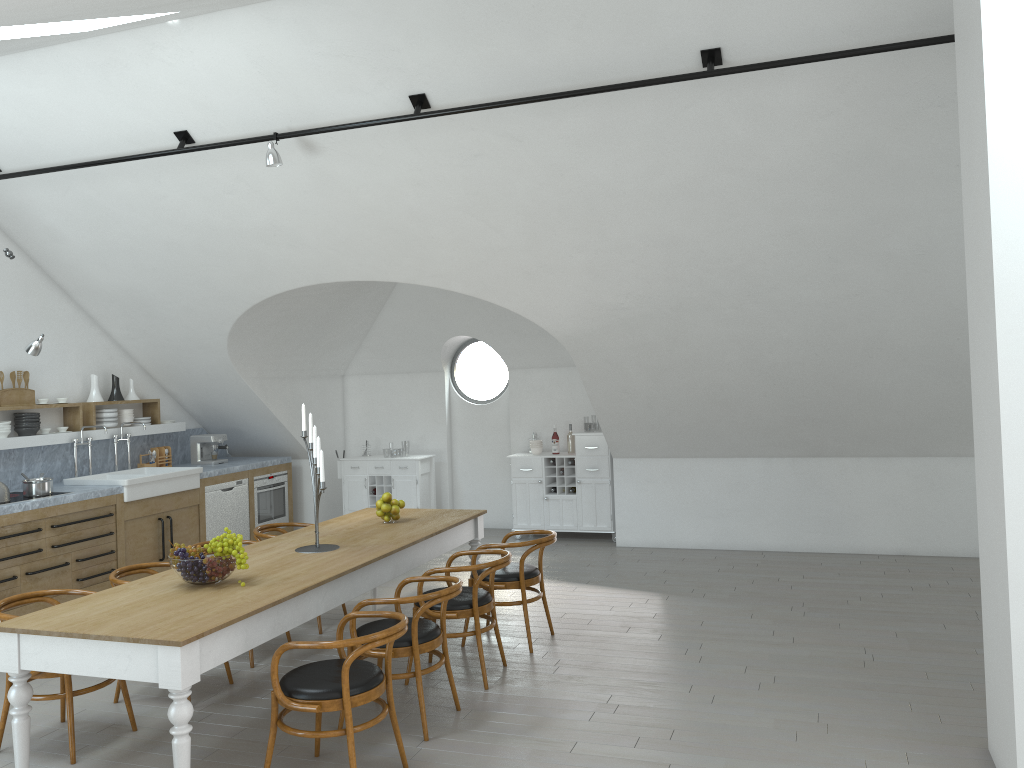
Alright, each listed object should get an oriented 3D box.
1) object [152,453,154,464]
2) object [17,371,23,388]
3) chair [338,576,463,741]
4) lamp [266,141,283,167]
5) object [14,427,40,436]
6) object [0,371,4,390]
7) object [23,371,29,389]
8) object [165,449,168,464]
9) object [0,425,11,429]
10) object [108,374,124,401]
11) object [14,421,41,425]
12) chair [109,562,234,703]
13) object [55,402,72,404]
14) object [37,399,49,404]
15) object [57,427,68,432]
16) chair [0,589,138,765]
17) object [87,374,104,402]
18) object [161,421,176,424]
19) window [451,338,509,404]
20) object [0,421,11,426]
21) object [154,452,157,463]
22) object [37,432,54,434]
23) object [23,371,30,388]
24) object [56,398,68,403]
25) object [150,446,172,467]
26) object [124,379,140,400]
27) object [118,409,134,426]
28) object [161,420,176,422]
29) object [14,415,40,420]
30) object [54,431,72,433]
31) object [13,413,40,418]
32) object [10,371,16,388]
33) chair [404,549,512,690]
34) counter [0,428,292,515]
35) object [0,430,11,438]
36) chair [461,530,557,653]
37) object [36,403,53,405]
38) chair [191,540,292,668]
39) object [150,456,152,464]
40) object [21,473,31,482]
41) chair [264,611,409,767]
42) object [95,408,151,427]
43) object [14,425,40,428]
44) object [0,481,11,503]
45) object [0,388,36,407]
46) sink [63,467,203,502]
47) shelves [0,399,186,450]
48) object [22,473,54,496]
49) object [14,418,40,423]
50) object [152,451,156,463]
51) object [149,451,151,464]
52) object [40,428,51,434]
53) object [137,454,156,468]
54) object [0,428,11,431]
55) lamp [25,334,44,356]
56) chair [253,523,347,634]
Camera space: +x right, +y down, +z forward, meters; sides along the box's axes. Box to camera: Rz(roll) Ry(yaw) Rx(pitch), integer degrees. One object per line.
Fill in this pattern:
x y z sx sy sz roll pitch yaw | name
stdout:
-3.705 0.785 9.138 0.023 0.196 0.018 -2 -1 14 | object
-4.320 0.033 7.774 0.019 0.299 0.057 -3 -1 20 | object
-0.554 1.411 4.672 0.621 0.735 0.527 -2 -1 20 | chair
-1.631 -1.577 6.075 0.112 0.175 0.114 -2 -1 -18 | lamp
-4.265 0.420 7.800 0.205 0.072 0.205 -2 0 7 | object
-4.390 0.036 7.636 0.027 0.299 0.055 -3 -1 20 | object
-4.306 0.033 7.876 0.030 0.294 0.057 -3 -1 19 | object
-3.638 0.778 9.336 0.040 0.192 0.042 -2 -1 -20 | object
-4.361 0.384 7.536 0.181 0.069 0.181 -2 0 37 | object
-3.939 0.034 8.813 0.156 0.268 0.156 -2 -1 24 | object
-4.261 0.366 7.801 0.205 0.086 0.205 -2 0 -28 | object
-2.050 1.461 5.254 0.621 0.735 0.527 -2 -1 16 | chair
-4.158 0.177 8.198 0.163 0.012 0.164 -2 1 37 | object
-4.230 0.158 7.997 0.098 0.049 0.098 -2 0 17 | object
-4.151 0.422 8.187 0.098 0.049 0.098 -2 0 17 | object
-2.348 1.478 4.591 0.621 0.735 0.527 -2 -1 19 | chair
-4.030 0.040 8.566 0.156 0.268 0.156 -2 -1 8 | object
-3.694 0.414 9.443 0.213 0.025 0.213 -2 1 7 | object
-0.356 -0.158 10.645 0.899 0.900 0.060 -2 -1 19 | window
-4.361 0.356 7.537 0.181 0.076 0.181 -2 0 -33 | object
-3.689 0.794 9.147 0.044 0.179 0.019 -2 -1 4 | object
-4.215 0.450 8.005 0.163 0.012 0.164 -2 1 37 | object
-4.301 0.033 7.835 0.039 0.298 0.067 -3 -1 20 | object
-4.159 0.154 8.199 0.098 0.049 0.098 -2 0 17 | object
-3.687 0.772 9.317 0.104 0.223 0.200 -2 0 20 | object
-3.872 0.055 9.028 0.156 0.218 0.156 -2 -1 1 | object
-3.863 0.333 8.873 0.158 0.160 0.154 -2 0 -42 | object
-3.694 0.405 9.443 0.213 0.025 0.213 -2 1 7 | object
-4.270 0.319 7.808 0.205 0.084 0.205 -2 0 -43 | object
-4.150 0.446 8.187 0.163 0.012 0.164 -2 1 37 | object
-4.274 0.291 7.808 0.205 0.080 0.205 -2 0 22 | object
-4.350 0.035 7.748 0.040 0.299 0.061 -2 -1 17 | object
-0.296 1.396 5.353 0.621 0.735 0.527 -2 -1 15 | chair
-4.040 0.668 7.373 0.961 0.620 6.576 -2 0 20 | counter
-4.360 0.431 7.533 0.181 0.064 0.181 -2 0 42 | object
0.010 1.378 6.011 0.621 0.735 0.527 -2 -1 22 | chair
-4.230 0.182 7.996 0.163 0.012 0.164 -2 1 37 | object
-1.863 1.447 5.960 0.621 0.735 0.527 -2 -1 23 | chair
-3.706 0.795 9.112 0.019 0.179 0.044 -2 -1 -15 | object
-3.947 0.817 7.287 0.236 0.167 0.051 -2 -1 15 | object
-0.758 1.426 3.974 0.621 0.735 0.527 -2 -1 23 | chair
-3.886 0.337 8.880 0.198 0.196 0.657 -2 0 19 | object
-4.266 0.394 7.800 0.205 0.086 0.205 -2 0 -33 | object
-4.046 0.785 6.898 0.246 0.268 0.246 -2 0 30 | object
-4.338 0.113 7.743 0.084 0.157 0.353 -2 0 20 | object
-3.519 0.934 8.302 0.727 0.202 1.021 -2 0 20 | sink
-4.448 -0.117 6.984 0.480 1.362 5.550 -2 0 14 | shelves
-3.888 0.840 7.350 0.232 0.170 0.394 -2 0 -1 | object
-4.267 0.344 7.803 0.205 0.072 0.205 -2 0 7 | object
-3.687 0.781 9.133 0.040 0.192 0.042 -1 -1 -34 | object
-3.723 0.786 9.124 0.019 0.196 0.022 -2 -1 8 | object
-4.215 0.426 8.006 0.098 0.049 0.098 -2 0 17 | object
-3.750 0.802 9.103 0.100 0.171 0.173 -2 0 21 | object
-4.361 0.408 7.532 0.181 0.065 0.181 -2 0 -33 | object
-3.786 -0.308 7.056 0.169 0.176 0.112 -2 -1 12 | lamp
-1.612 1.432 6.639 0.621 0.735 0.527 -2 -1 16 | chair
